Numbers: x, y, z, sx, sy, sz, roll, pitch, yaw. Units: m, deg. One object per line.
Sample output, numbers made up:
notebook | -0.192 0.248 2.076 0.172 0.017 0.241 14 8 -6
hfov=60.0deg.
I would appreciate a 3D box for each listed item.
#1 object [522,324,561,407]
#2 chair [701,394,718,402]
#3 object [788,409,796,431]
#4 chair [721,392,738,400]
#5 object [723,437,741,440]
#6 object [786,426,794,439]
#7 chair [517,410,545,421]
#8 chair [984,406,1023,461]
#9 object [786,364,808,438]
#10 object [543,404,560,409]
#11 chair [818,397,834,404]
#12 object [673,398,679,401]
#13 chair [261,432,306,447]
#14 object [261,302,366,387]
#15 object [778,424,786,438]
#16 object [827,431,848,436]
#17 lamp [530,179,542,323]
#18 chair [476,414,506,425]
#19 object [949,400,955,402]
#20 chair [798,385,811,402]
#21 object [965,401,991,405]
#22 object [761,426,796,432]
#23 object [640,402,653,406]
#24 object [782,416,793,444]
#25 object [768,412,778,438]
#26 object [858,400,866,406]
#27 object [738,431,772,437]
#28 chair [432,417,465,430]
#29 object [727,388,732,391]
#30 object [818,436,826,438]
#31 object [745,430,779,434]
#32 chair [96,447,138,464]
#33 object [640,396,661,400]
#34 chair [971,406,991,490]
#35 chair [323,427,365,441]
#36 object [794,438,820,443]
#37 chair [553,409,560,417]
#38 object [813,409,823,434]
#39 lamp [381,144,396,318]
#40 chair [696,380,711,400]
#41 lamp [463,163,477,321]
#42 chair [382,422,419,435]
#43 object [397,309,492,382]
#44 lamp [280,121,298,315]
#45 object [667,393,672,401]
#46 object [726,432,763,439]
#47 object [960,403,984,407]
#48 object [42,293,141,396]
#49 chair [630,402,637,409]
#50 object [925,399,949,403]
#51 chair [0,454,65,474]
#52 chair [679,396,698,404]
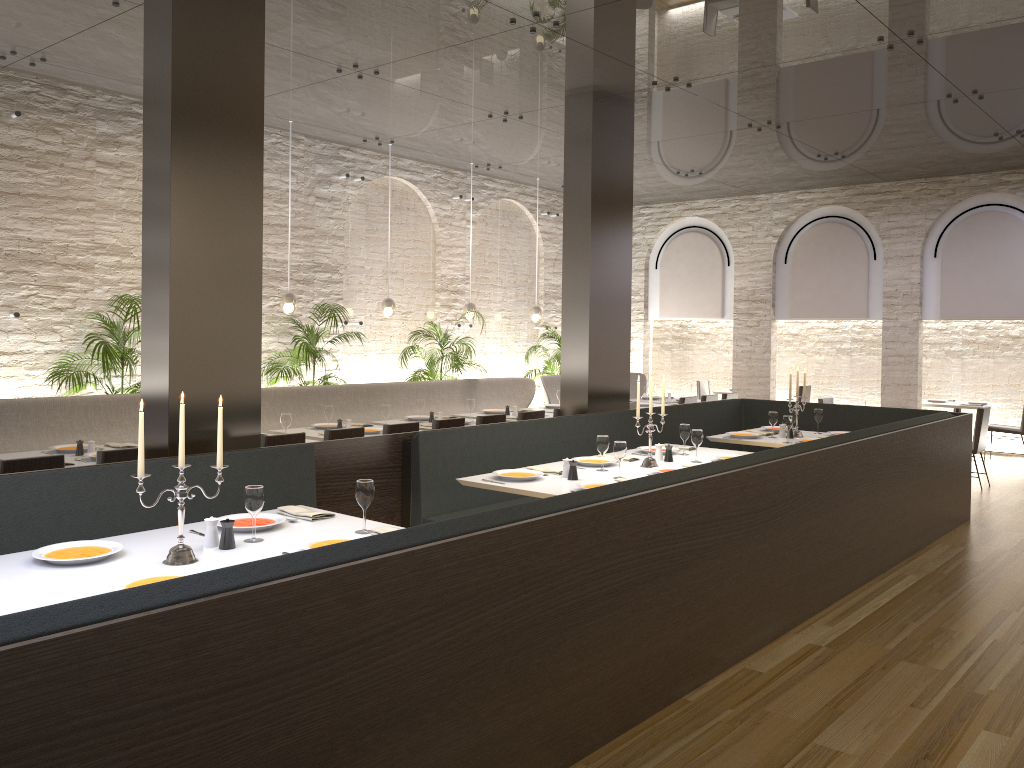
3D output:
object | 0.724 -0.044 12.966 1.145 1.973 1.189 1 2 21
chair | 2.369 0.580 11.609 0.566 0.905 0.412 2 2 40
object | 2.621 0.349 8.259 0.086 0.231 0.086 1 1 -14
chair | 2.739 0.560 12.052 0.566 0.905 0.412 2 2 40
object | 1.931 0.477 7.750 0.185 0.010 0.017 4 4 40
object | 2.475 0.425 7.889 0.069 0.126 0.069 1 1 -8
chair | 0.005 0.704 8.780 0.566 0.905 0.412 2 2 40
chair | 6.843 0.612 12.189 0.566 0.905 0.412 2 2 40
object | 2.569 0.150 7.981 0.390 0.656 0.131 0 1 -39
object | 0.522 0.275 10.811 0.321 0.036 0.322 0 3 -13
chair | 4.111 0.641 10.965 0.566 0.905 0.412 2 2 40
object | 2.372 0.224 12.186 0.321 0.036 0.322 0 3 -13
chair | -1.839 0.802 6.573 0.566 0.905 0.412 2 2 40
object | -2.156 0.107 9.542 1.188 1.973 1.146 0 2 -19
object | 2.429 0.420 7.959 0.069 0.126 0.069 1 1 -8
object | 3.033 0.465 8.067 0.321 0.036 0.322 1 3 -2
lamp | 0.357 -1.888 12.566 0.178 2.039 0.178 1 1 19
chair | -0.374 0.724 8.326 0.566 0.905 0.412 2 2 40
object | 6.363 0.241 13.041 0.273 0.033 0.143 3 4 40
chair | 4.453 0.465 14.186 0.566 0.905 0.412 2 2 40
object | 6.541 0.270 12.444 0.321 0.036 0.322 0 3 -15
object | 2.548 0.435 8.475 0.322 0.036 0.321 3 4 35
object | 1.641 0.263 11.311 0.321 0.036 0.322 0 3 -13
object | 2.342 0.386 7.525 0.086 0.231 0.086 1 1 -14
object | 2.329 0.365 7.910 0.086 0.231 0.086 1 1 -14
object | 3.770 0.294 9.545 0.086 0.231 0.086 0 1 -20
object | 2.229 0.457 8.136 0.273 0.033 0.143 3 4 40
chair | -0.736 0.743 7.894 0.566 0.905 0.412 2 2 40
object | 3.751 0.099 14.779 0.321 0.036 0.322 0 3 -15
object | 2.852 0.484 7.808 0.273 0.033 0.143 3 4 40
object | 2.328 0.451 8.254 0.273 0.033 0.143 3 4 40
chair | -2.583 0.841 5.682 0.566 0.905 0.412 2 2 40
object | 1.961 0.199 12.533 0.321 0.036 0.322 0 3 -13
chair | 5.117 0.703 10.124 0.566 0.905 0.412 2 2 40
chair | -1.476 0.782 7.007 0.566 0.905 0.412 2 2 40
object | 2.555 0.490 7.494 0.321 0.036 0.322 2 3 16
chair | 0.370 0.685 9.217 0.566 0.905 0.412 2 2 40
object | 2.869 0.351 8.296 0.086 0.231 0.086 1 1 10
lamp | -1.441 -1.794 10.415 0.178 2.039 0.178 1 1 25
chair | 3.446 0.404 15.028 0.566 0.905 0.412 2 2 40
lamp | -0.533 -1.841 11.501 0.178 2.039 0.178 1 1 19
chair | -1.095 0.762 7.463 0.566 0.905 0.412 2 2 40
object | -0.868 0.039 11.086 1.145 1.973 1.189 1 1 -9
lamp | -2.341 -1.746 9.338 0.177 2.039 0.178 0 1 -29
object | 2.189 0.175 12.313 0.059 0.109 0.059 0 1 -15
object | 2.069 0.460 7.902 0.321 0.036 0.322 2 3 16
object | 6.309 0.289 12.169 0.273 0.033 0.143 3 4 40
object | -3.510 0.178 7.922 1.188 1.973 1.146 0 2 -19
chair | 1.106 0.646 10.097 0.566 0.905 0.412 2 2 40
object | 6.130 0.245 12.790 0.321 0.036 0.322 0 3 -15
chair | -2.946 0.860 5.249 0.566 0.905 0.412 2 2 40
chair | 2.009 0.599 11.179 0.566 0.905 0.412 2 2 40
